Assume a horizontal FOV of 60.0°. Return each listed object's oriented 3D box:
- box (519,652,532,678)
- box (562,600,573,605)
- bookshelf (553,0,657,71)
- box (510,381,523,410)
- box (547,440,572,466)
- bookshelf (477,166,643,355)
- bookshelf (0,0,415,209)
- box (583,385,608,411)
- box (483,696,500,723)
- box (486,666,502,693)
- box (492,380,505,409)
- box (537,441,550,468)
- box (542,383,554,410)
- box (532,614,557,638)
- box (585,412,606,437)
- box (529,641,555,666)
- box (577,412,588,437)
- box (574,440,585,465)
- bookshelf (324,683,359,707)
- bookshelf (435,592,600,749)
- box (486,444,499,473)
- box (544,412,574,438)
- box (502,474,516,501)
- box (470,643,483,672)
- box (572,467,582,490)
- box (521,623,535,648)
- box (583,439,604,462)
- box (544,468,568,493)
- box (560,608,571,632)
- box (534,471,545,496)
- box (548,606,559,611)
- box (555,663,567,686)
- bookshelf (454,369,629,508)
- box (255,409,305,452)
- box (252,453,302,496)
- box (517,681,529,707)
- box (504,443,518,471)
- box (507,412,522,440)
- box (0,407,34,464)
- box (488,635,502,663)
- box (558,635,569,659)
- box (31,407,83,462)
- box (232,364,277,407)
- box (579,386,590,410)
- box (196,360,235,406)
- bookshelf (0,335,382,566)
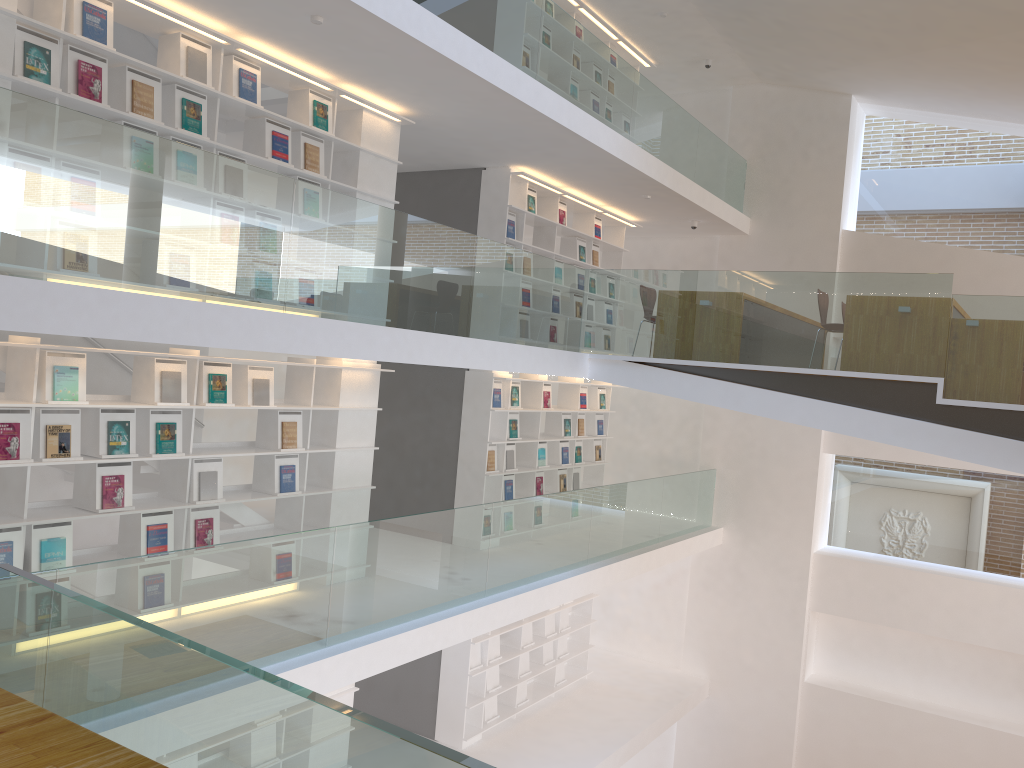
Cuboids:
[{"bbox_3d":[0.057,3.146,10.133,0.274,0.296,0.245,5,1,32],"label":"box"},{"bbox_3d":[0.591,2.519,10.901,0.274,0.296,0.245,5,1,32],"label":"box"},{"bbox_3d":[0.784,-3.276,10.206,0.498,1.836,2.984,5,1,32],"label":"bookshelf"},{"bbox_3d":[-0.048,0.113,9.504,0.274,0.296,0.245,5,1,32],"label":"box"},{"bbox_3d":[0.545,0.806,10.568,0.274,0.296,0.245,5,1,32],"label":"box"},{"bbox_3d":[0.612,-1.237,10.236,0.498,1.836,2.984,5,1,32],"label":"bookshelf"},{"bbox_3d":[-2.042,-1.396,5.927,0.498,1.836,3.666,5,1,32],"label":"bookshelf"},{"bbox_3d":[1.065,0.179,11.314,0.274,0.296,0.245,5,1,32],"label":"box"},{"bbox_3d":[-0.303,3.454,9.598,0.274,0.296,0.245,5,1,32],"label":"box"},{"bbox_3d":[-0.281,3.125,9.583,0.274,0.296,0.245,5,1,32],"label":"box"},{"bbox_3d":[-0.243,0.103,9.187,0.274,0.296,0.245,5,1,32],"label":"box"},{"bbox_3d":[0.264,0.789,10.110,0.274,0.296,0.245,5,1,32],"label":"box"},{"bbox_3d":[0.310,0.133,10.081,0.274,0.296,0.245,5,1,32],"label":"box"},{"bbox_3d":[0.374,2.835,10.598,0.274,0.296,0.245,5,1,32],"label":"box"},{"bbox_3d":[1.038,0.506,11.319,0.274,0.296,0.245,5,1,32],"label":"box"},{"bbox_3d":[0.353,3.163,10.614,0.274,0.296,0.245,5,1,32],"label":"box"},{"bbox_3d":[0.762,0.490,10.871,0.274,0.296,0.245,5,1,32],"label":"box"},{"bbox_3d":[0.730,0.817,10.868,0.274,0.296,0.245,5,1,32],"label":"box"},{"bbox_3d":[-2.387,2.686,5.988,0.498,1.836,3.666,5,1,32],"label":"bookshelf"},{"bbox_3d":[0.268,2.846,10.296,0.498,1.836,2.984,5,1,32],"label":"bookshelf"},{"bbox_3d":[-0.299,0.755,9.196,0.274,0.296,0.245,5,1,32],"label":"box"},{"bbox_3d":[0.573,0.479,10.563,0.274,0.296,0.245,5,1,32],"label":"box"},{"bbox_3d":[-0.110,1.096,9.553,0.274,0.296,0.245,5,1,32],"label":"box"},{"bbox_3d":[-0.470,2.785,9.226,0.274,0.296,0.245,5,1,32],"label":"box"},{"bbox_3d":[0.712,1.145,10.889,0.274,0.296,0.245,5,1,32],"label":"box"},{"bbox_3d":[0.092,2.818,10.140,0.274,0.296,0.245,5,1,32],"label":"box"},{"bbox_3d":[1.017,0.834,11.335,0.274,0.296,0.245,5,1,32],"label":"box"},{"bbox_3d":[0.525,1.134,10.584,0.274,0.296,0.245,5,1,32],"label":"box"},{"bbox_3d":[0.558,2.847,10.898,0.274,0.296,0.245,5,1,32],"label":"box"},{"bbox_3d":[0.229,1.116,10.103,0.274,0.296,0.245,5,1,32],"label":"box"},{"bbox_3d":[0.402,2.509,10.593,0.274,0.296,0.245,5,1,32],"label":"box"},{"bbox_3d":[0.508,3.502,10.916,0.274,0.296,0.245,5,1,32],"label":"box"},{"bbox_3d":[0.439,0.816,10.266,0.498,1.836,2.984,5,1,32],"label":"bookshelf"},{"bbox_3d":[-1.737,0.342,6.689,0.274,0.296,0.245,5,1,32],"label":"box"},{"bbox_3d":[-1.764,0.669,6.695,0.274,0.296,0.245,5,1,32],"label":"box"},{"bbox_3d":[0.030,3.473,10.138,0.274,0.296,0.245,5,1,32],"label":"box"},{"bbox_3d":[-0.102,0.767,9.515,0.274,0.296,0.245,5,1,32],"label":"box"},{"bbox_3d":[-0.062,0.436,9.530,0.274,0.296,0.245,5,1,32],"label":"box"},{"bbox_3d":[-2.834,0.275,4.906,0.274,0.296,0.245,5,1,32],"label":"box"},{"bbox_3d":[-0.273,2.796,9.545,0.274,0.296,0.245,5,1,32],"label":"box"},{"bbox_3d":[0.541,3.175,10.919,0.274,0.296,0.245,5,1,32],"label":"box"},{"bbox_3d":[-2.685,0.285,5.171,0.274,0.296,0.245,5,1,32],"label":"box"},{"bbox_3d":[-3.820,1.634,3.506,0.498,3.764,7.125,5,1,32],"label":"box"},{"bbox_3d":[0.790,0.163,10.866,0.274,0.296,0.245,5,1,32],"label":"box"},{"bbox_3d":[-2.079,-0.008,6.082,0.274,0.296,0.245,5,1,32],"label":"box"},{"bbox_3d":[-2.259,0.653,5.984,0.397,1.836,3.666,5,1,32],"label":"bookshelf"}]
